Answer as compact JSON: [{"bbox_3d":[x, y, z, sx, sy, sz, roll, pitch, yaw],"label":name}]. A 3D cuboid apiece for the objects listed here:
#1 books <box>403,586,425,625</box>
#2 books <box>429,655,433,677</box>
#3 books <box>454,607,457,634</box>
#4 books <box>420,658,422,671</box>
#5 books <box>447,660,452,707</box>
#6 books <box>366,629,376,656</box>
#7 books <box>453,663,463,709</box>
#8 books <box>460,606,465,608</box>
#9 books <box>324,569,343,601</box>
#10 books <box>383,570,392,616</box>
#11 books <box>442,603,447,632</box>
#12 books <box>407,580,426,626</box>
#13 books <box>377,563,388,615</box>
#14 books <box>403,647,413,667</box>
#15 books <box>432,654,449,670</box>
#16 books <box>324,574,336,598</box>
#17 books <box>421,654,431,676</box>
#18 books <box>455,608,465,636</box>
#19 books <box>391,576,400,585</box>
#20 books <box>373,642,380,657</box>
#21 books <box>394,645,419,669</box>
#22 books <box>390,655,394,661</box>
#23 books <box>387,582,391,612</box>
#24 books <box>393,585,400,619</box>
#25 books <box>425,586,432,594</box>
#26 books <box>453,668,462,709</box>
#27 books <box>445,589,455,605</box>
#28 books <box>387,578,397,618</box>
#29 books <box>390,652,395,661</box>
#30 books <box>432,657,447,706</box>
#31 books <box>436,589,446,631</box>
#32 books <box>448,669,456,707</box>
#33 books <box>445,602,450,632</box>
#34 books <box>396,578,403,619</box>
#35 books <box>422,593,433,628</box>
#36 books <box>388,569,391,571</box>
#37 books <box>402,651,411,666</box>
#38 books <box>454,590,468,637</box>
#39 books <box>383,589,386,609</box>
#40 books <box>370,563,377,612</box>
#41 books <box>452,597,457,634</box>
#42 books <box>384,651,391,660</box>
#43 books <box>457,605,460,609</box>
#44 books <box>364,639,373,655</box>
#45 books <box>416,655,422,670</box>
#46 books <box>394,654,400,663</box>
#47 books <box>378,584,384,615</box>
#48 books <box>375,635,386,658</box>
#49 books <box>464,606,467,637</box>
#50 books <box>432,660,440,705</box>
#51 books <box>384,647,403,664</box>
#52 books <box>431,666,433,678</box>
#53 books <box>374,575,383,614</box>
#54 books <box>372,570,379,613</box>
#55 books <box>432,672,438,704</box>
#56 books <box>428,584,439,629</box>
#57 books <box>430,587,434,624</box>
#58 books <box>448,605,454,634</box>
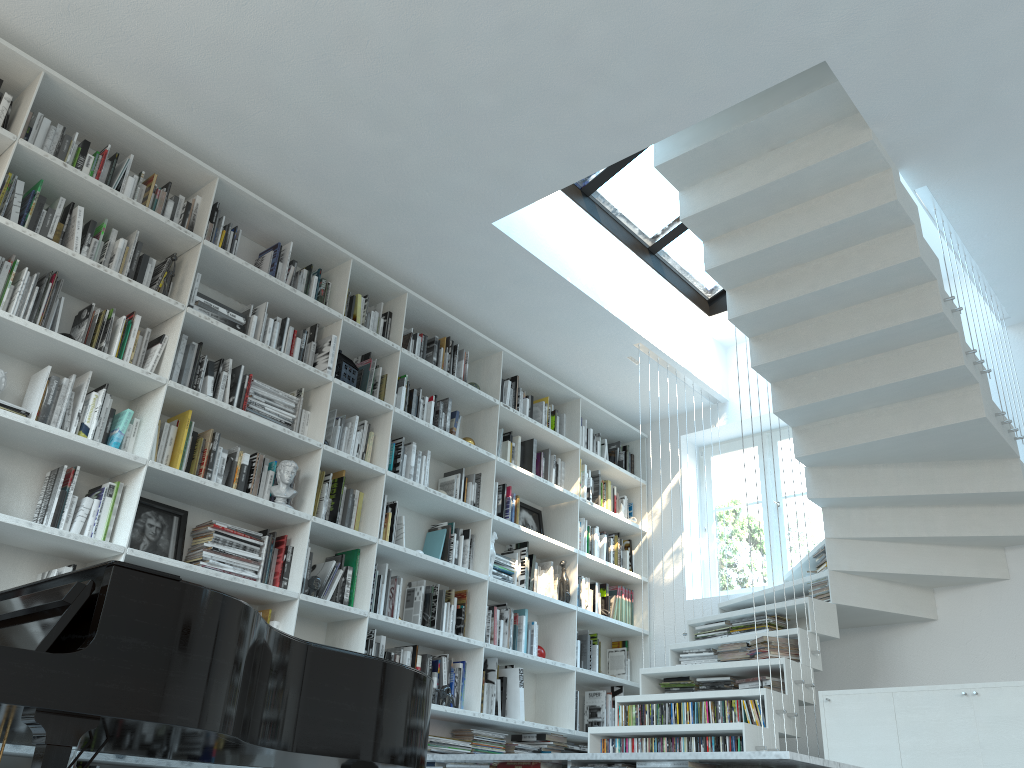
[{"bbox_3d":[-0.536,1.228,4.812,0.130,0.250,0.019,-18,-33,37],"label":"books"},{"bbox_3d":[-0.500,1.580,4.706,0.170,0.261,0.026,-18,-33,37],"label":"books"},{"bbox_3d":[-0.373,1.331,4.977,0.155,0.230,0.021,-18,-33,37],"label":"books"},{"bbox_3d":[-0.540,1.573,4.675,0.131,0.241,0.021,-18,-33,37],"label":"books"},{"bbox_3d":[-0.397,1.640,4.817,0.150,0.263,0.021,-18,-33,37],"label":"books"},{"bbox_3d":[-0.760,1.392,4.421,0.187,0.315,0.010,-18,-33,37],"label":"books"},{"bbox_3d":[-0.341,1.668,4.858,0.157,0.257,0.026,-18,-33,37],"label":"books"},{"bbox_3d":[-0.336,1.360,4.999,0.159,0.203,0.013,-18,-33,37],"label":"books"},{"bbox_3d":[-0.936,1.020,4.382,0.169,0.204,0.091,-18,-34,37],"label":"books"},{"bbox_3d":[-0.706,1.116,4.623,0.183,0.266,0.012,-18,-33,37],"label":"books"},{"bbox_3d":[-0.434,1.304,4.875,0.182,0.181,0.018,-18,-34,37],"label":"books"},{"bbox_3d":[-0.534,1.221,4.840,0.131,0.288,0.016,-18,-33,37],"label":"books"},{"bbox_3d":[-0.722,1.089,4.605,0.175,0.295,0.014,-18,-33,37],"label":"books"},{"bbox_3d":[-0.591,1.522,4.627,0.160,0.283,0.012,-18,-33,37],"label":"books"},{"bbox_3d":[-0.407,1.621,4.812,0.135,0.292,0.013,-18,-33,37],"label":"books"},{"bbox_3d":[-0.952,1.013,4.383,0.139,0.214,0.090,-18,-33,37],"label":"books"},{"bbox_3d":[-0.512,1.569,4.685,0.173,0.261,0.026,-18,-33,37],"label":"books"},{"bbox_3d":[-0.342,1.354,4.962,0.189,0.179,0.016,-18,-34,37],"label":"books"},{"bbox_3d":[-0.661,1.150,4.680,0.142,0.260,0.014,-18,-33,37],"label":"books"},{"bbox_3d":[-0.742,1.430,4.429,0.178,0.255,0.023,-18,-33,37],"label":"books"},{"bbox_3d":[-0.567,1.518,4.624,0.175,0.291,0.012,-18,-33,37],"label":"books"},{"bbox_3d":[-0.676,1.497,4.511,0.176,0.216,0.011,-18,-34,37],"label":"books"},{"bbox_3d":[-0.694,1.154,4.650,0.134,0.221,0.008,-18,-33,37],"label":"books"},{"bbox_3d":[-0.668,1.168,4.656,0.181,0.206,0.014,-18,-34,37],"label":"books"},{"bbox_3d":[-0.504,1.241,4.846,0.150,0.261,0.015,-18,-33,37],"label":"books"},{"bbox_3d":[-0.353,1.670,4.831,0.176,0.227,0.025,-18,-33,37],"label":"books"},{"bbox_3d":[-0.393,1.292,4.947,0.173,0.273,0.006,-18,-33,37],"label":"books"},{"bbox_3d":[-0.679,1.149,4.655,0.176,0.237,0.015,-18,-33,37],"label":"books"},{"bbox_3d":[-0.670,1.499,4.534,0.142,0.233,0.029,-18,-33,37],"label":"books"},{"bbox_3d":[-0.427,1.615,4.772,0.186,0.265,0.070,-18,-33,37],"label":"books"},{"bbox_3d":[-0.444,1.267,4.878,0.184,0.249,0.018,-18,-33,37],"label":"books"},{"bbox_3d":[-0.378,1.663,4.811,0.168,0.219,0.013,-18,-33,37],"label":"books"},{"bbox_3d":[-0.415,1.316,4.911,0.176,0.194,0.015,-18,-34,37],"label":"books"},{"bbox_3d":[-0.653,1.160,4.687,0.173,0.250,0.013,-18,-33,37],"label":"books"},{"bbox_3d":[-0.505,1.253,4.817,0.178,0.214,0.016,-18,-34,37],"label":"books"},{"bbox_3d":[-0.705,1.119,4.650,0.160,0.283,0.006,-18,-33,37],"label":"books"},{"bbox_3d":[-0.606,1.516,4.580,0.181,0.251,0.025,-18,-33,37],"label":"books"},{"bbox_3d":[-0.321,1.321,5.021,0.162,0.294,0.007,-18,-33,37],"label":"books"},{"bbox_3d":[-0.725,1.143,4.608,0.167,0.202,0.013,-18,-34,37],"label":"books"},{"bbox_3d":[-0.762,1.073,4.563,0.159,0.282,0.005,-18,-33,37],"label":"books"},{"bbox_3d":[-0.386,1.316,4.945,0.182,0.228,0.018,-18,-33,37],"label":"books"},{"bbox_3d":[-0.699,1.476,4.488,0.162,0.230,0.066,-18,-33,37],"label":"books"},{"bbox_3d":[-0.353,1.356,4.995,0.141,0.204,0.016,-18,-33,37],"label":"books"},{"bbox_3d":[-0.772,1.409,4.397,0.187,0.261,0.023,-18,-33,37],"label":"books"},{"bbox_3d":[-0.556,1.548,4.629,0.185,0.242,0.031,-18,-33,37],"label":"books"},{"bbox_3d":[-0.650,1.511,4.548,0.160,0.227,0.024,-18,-33,37],"label":"books"},{"bbox_3d":[-0.735,1.134,4.573,0.184,0.185,0.013,-18,-34,37],"label":"books"},{"bbox_3d":[-0.723,1.423,4.454,0.189,0.293,0.030,-18,-33,37],"label":"books"},{"bbox_3d":[-0.319,1.371,5.041,0.146,0.222,0.009,-18,-33,37],"label":"books"},{"bbox_3d":[-0.456,1.610,4.746,0.165,0.248,0.012,-18,-33,37],"label":"books"},{"bbox_3d":[-0.635,1.500,4.568,0.172,0.266,0.014,-18,-33,37],"label":"books"},{"bbox_3d":[-0.487,1.612,4.712,0.136,0.210,0.022,-18,-33,37],"label":"books"},{"bbox_3d":[-0.744,1.105,4.560,0.188,0.225,0.011,-18,-34,37],"label":"books"},{"bbox_3d":[-0.759,1.093,4.563,0.165,0.247,0.013,-18,-33,37],"label":"books"},{"bbox_3d":[-0.468,1.633,4.717,0.169,0.180,0.025,-18,-34,37],"label":"books"},{"bbox_3d":[-0.472,1.254,4.892,0.160,0.283,0.007,-18,-33,37],"label":"books"},{"bbox_3d":[-0.496,1.247,4.853,0.159,0.257,0.008,-18,-33,37],"label":"books"},{"bbox_3d":[-0.401,1.327,4.917,0.191,0.182,0.019,-18,-34,37],"label":"books"}]
